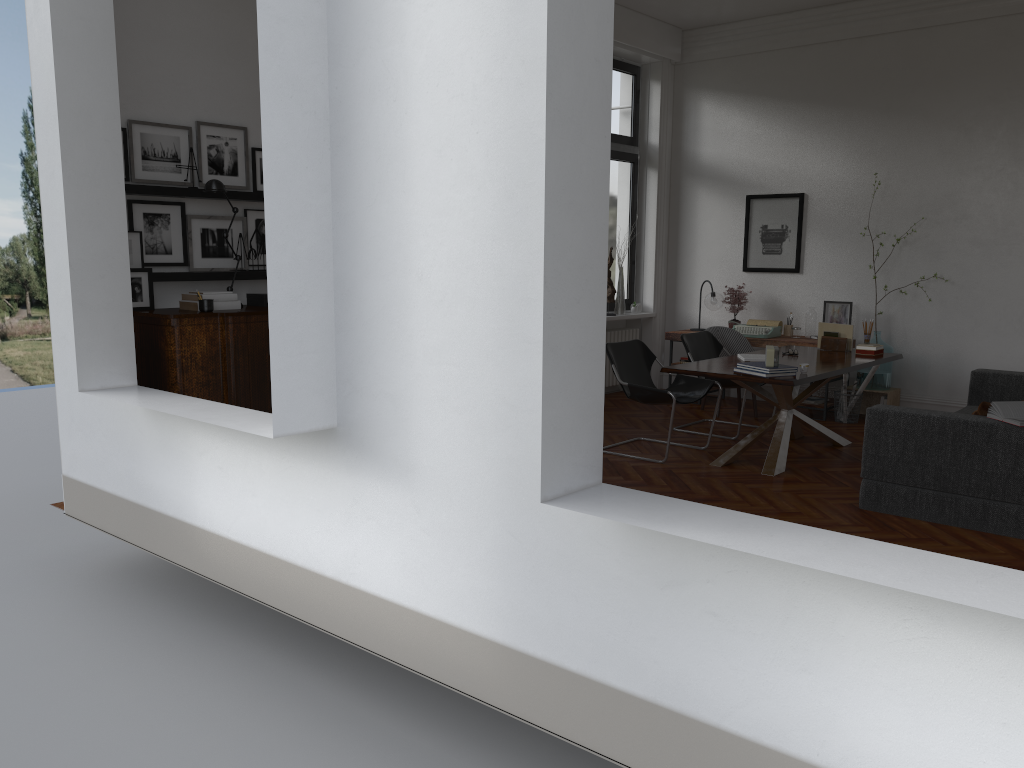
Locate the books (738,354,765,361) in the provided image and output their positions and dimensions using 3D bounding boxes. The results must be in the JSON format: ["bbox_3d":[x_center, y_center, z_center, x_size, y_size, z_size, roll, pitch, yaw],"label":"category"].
[{"bbox_3d":[1.934,-0.208,7.052,0.231,0.026,0.324,1,8,6],"label":"books"}]

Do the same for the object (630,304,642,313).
[{"bbox_3d":[1.429,-0.873,10.201,0.132,0.098,0.134,2,9,11],"label":"object"}]

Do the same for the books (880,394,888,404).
[{"bbox_3d":[3.570,0.235,8.512,0.054,0.258,0.187,9,12,41],"label":"books"}]

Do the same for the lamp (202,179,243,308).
[{"bbox_3d":[-1.829,-0.887,5.684,0.174,0.805,0.489,1,9,5],"label":"lamp"}]

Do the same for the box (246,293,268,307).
[{"bbox_3d":[-1.618,-0.571,6.008,0.208,0.087,0.281,8,11,40],"label":"box"}]

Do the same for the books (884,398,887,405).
[{"bbox_3d":[3.589,0.251,8.489,0.012,0.233,0.169,9,12,40],"label":"books"}]

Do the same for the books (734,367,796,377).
[{"bbox_3d":[1.763,-0.087,6.197,0.264,0.027,0.346,-3,9,-24],"label":"books"}]

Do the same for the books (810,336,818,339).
[{"bbox_3d":[3.077,-0.466,8.848,0.213,0.031,0.128,-1,9,-12],"label":"books"}]

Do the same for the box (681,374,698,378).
[{"bbox_3d":[1.971,-0.075,9.615,0.237,0.066,0.256,8,11,41],"label":"box"}]

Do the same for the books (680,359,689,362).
[{"bbox_3d":[1.968,-0.253,9.544,0.251,0.023,0.208,7,11,40],"label":"books"}]

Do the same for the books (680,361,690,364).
[{"bbox_3d":[1.966,-0.231,9.549,0.247,0.024,0.208,7,11,40],"label":"books"}]

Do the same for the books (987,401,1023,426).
[{"bbox_3d":[2.876,0.163,5.000,0.225,0.096,0.278,-1,9,-7],"label":"books"}]

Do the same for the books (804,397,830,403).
[{"bbox_3d":[2.976,0.156,8.761,0.267,0.014,0.195,-6,11,-38],"label":"books"}]

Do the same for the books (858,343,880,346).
[{"bbox_3d":[3.025,-0.333,7.505,0.128,0.008,0.159,8,11,42],"label":"books"}]

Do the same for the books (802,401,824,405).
[{"bbox_3d":[2.976,0.171,8.763,0.196,0.014,0.267,7,11,39],"label":"books"}]

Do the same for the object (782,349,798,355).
[{"bbox_3d":[2.306,-0.268,7.380,0.133,0.047,0.114,1,9,4],"label":"object"}]

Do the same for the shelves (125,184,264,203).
[{"bbox_3d":[-1.996,-1.222,5.702,0.158,0.055,1.512,8,11,40],"label":"shelves"}]

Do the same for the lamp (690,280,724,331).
[{"bbox_3d":[2.105,-0.843,9.568,0.207,0.552,0.440,-4,10,-26],"label":"lamp"}]

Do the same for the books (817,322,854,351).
[{"bbox_3d":[2.829,-0.415,7.756,0.309,0.240,0.043,8,12,40],"label":"books"}]

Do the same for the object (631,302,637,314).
[{"bbox_3d":[1.380,-0.864,10.015,0.072,0.135,0.072,-4,10,-24],"label":"object"}]

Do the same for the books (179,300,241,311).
[{"bbox_3d":[-1.896,-0.495,5.568,0.229,0.057,0.294,8,11,40],"label":"books"}]

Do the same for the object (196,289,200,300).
[{"bbox_3d":[-1.866,-0.500,5.305,0.010,0.139,0.045,8,12,37],"label":"object"}]

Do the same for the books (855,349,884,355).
[{"bbox_3d":[3.024,-0.277,7.489,0.159,0.040,0.215,8,11,42],"label":"books"}]

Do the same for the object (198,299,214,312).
[{"bbox_3d":[-1.836,-0.468,5.323,0.091,0.078,0.091,3,9,14],"label":"object"}]

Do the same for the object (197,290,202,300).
[{"bbox_3d":[-1.852,-0.504,5.284,0.010,0.119,0.050,9,13,43],"label":"object"}]

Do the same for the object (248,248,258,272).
[{"bbox_3d":[-1.760,-0.842,6.021,0.040,0.161,0.066,9,12,40],"label":"object"}]

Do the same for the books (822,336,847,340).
[{"bbox_3d":[2.788,-0.348,7.684,0.220,0.125,0.028,8,12,40],"label":"books"}]

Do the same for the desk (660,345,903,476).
[{"bbox_3d":[2.192,0.184,7.049,1.028,0.754,2.222,8,11,40],"label":"desk"}]

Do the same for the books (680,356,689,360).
[{"bbox_3d":[1.967,-0.275,9.543,0.239,0.023,0.190,7,11,40],"label":"books"}]

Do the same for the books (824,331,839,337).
[{"bbox_3d":[2.786,-0.379,7.742,0.128,0.158,0.040,8,12,40],"label":"books"}]

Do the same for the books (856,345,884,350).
[{"bbox_3d":[3.026,-0.312,7.493,0.164,0.029,0.207,7,11,38],"label":"books"}]

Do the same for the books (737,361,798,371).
[{"bbox_3d":[1.778,-0.125,6.188,0.250,0.017,0.343,-3,9,-24],"label":"books"}]

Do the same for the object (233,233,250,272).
[{"bbox_3d":[-1.825,-0.886,5.978,0.040,0.261,0.123,9,12,40],"label":"object"}]

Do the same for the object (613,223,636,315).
[{"bbox_3d":[1.251,-1.289,9.761,0.289,1.057,0.295,9,13,43],"label":"object"}]

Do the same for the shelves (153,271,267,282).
[{"bbox_3d":[-2.000,-0.704,5.791,0.155,0.055,1.512,8,11,40],"label":"shelves"}]

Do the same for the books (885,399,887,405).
[{"bbox_3d":[3.599,0.252,8.480,0.012,0.233,0.169,9,12,40],"label":"books"}]

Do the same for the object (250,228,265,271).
[{"bbox_3d":[-1.747,-0.920,6.077,0.040,0.300,0.118,9,12,40],"label":"object"}]

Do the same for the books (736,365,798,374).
[{"bbox_3d":[1.778,-0.108,6.191,0.250,0.017,0.343,-3,9,-24],"label":"books"}]

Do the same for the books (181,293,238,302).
[{"bbox_3d":[-1.899,-0.545,5.564,0.254,0.044,0.239,8,11,40],"label":"books"}]

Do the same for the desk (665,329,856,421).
[{"bbox_3d":[2.527,-0.125,9.219,1.795,0.760,0.646,8,12,40],"label":"desk"}]

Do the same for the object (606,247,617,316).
[{"bbox_3d":[1.049,-1.114,9.594,0.165,0.756,0.142,-1,10,-7],"label":"object"}]

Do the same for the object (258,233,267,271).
[{"bbox_3d":[-1.723,-0.912,6.150,0.040,0.263,0.110,9,12,40],"label":"object"}]

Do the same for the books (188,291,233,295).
[{"bbox_3d":[-1.885,-0.571,5.542,0.179,0.014,0.200,8,11,40],"label":"books"}]
